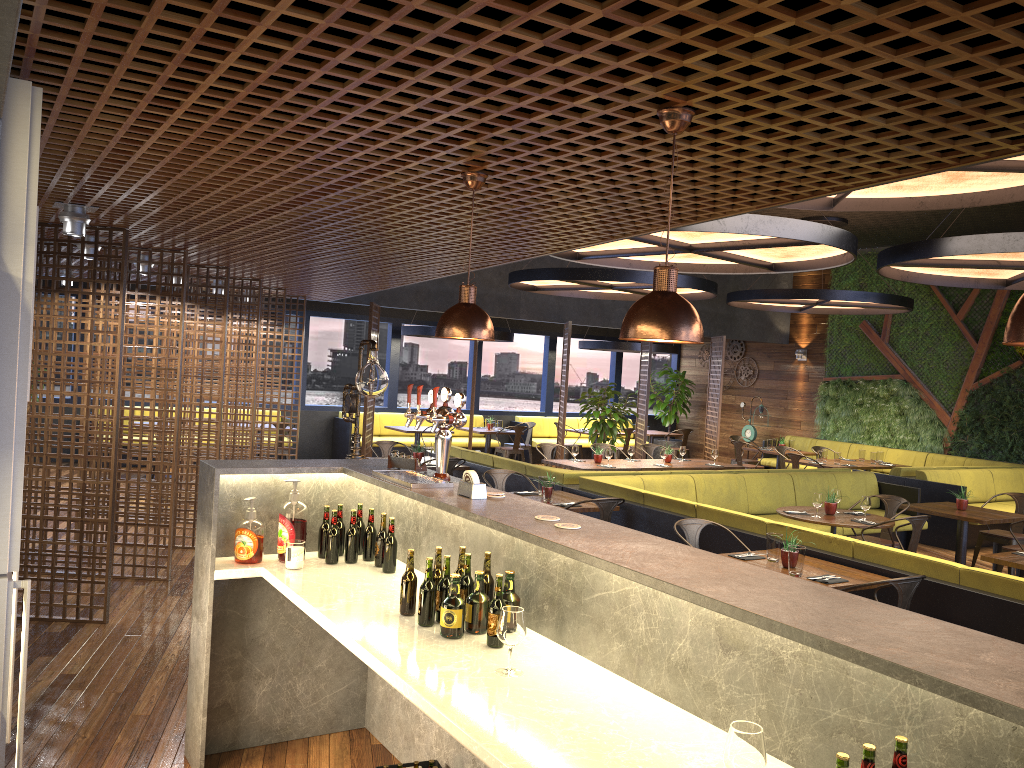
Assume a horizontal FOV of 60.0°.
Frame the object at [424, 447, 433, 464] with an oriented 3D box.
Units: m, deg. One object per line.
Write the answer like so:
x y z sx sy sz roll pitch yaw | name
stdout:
-0.958 0.815 10.092 0.102 0.178 0.102 3 1 -26 | object

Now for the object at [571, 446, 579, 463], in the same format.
0.798 0.887 11.220 0.097 0.206 0.097 4 1 14 | object

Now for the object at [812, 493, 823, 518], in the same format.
2.701 1.072 7.845 0.097 0.206 0.097 4 1 10 | object

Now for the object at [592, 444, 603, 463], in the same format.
1.092 0.868 11.255 0.238 0.271 0.260 3 1 -10 | object

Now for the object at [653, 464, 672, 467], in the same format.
1.920 1.045 11.390 0.157 0.019 0.255 3 1 -31 | object

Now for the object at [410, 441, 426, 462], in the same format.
-1.067 0.760 10.195 0.260 0.271 0.238 3 1 -30 | object

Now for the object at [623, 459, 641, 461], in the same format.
1.617 1.017 11.866 0.157 0.019 0.255 3 1 -31 | object

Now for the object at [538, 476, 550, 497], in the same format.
0.286 0.932 8.059 0.102 0.178 0.102 5 2 44 | object

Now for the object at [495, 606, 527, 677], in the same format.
-0.003 0.828 2.861 0.097 0.206 0.097 3 1 0 | object

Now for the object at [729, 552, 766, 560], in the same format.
1.571 1.135 5.873 0.255 0.019 0.157 3 1 -32 | object

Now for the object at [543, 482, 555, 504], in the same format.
0.317 0.942 7.684 0.102 0.178 0.102 5 2 44 | object

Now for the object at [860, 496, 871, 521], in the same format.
3.127 1.098 7.847 0.097 0.206 0.097 3 1 -7 | object

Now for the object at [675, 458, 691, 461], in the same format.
2.389 1.054 12.345 0.157 0.019 0.255 3 1 -31 | object

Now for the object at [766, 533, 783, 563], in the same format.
1.702 1.066 5.764 0.102 0.178 0.102 5 2 44 | object

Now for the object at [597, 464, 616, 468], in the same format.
1.149 1.008 10.911 0.157 0.019 0.255 3 1 -31 | object

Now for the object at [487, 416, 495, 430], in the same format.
-0.378 0.683 15.900 0.238 0.271 0.260 3 1 -10 | object

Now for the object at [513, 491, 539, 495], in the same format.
0.154 1.002 8.168 0.255 0.019 0.157 3 1 -32 | object

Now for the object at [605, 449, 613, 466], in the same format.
1.207 0.914 11.075 0.097 0.206 0.097 4 1 14 | object

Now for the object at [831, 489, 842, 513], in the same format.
3.000 1.082 8.210 0.097 0.206 0.097 4 1 7 | object

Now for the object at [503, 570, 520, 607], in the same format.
-0.013 0.809 3.309 0.088 0.224 0.088 3 1 -37 | object

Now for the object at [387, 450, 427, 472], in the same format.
-0.501 0.368 4.253 0.177 0.091 0.091 4 1 33 | object

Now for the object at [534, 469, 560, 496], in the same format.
0.337 0.892 7.920 0.260 0.271 0.238 3 1 -30 | object

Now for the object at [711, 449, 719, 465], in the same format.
2.751 0.988 12.032 0.097 0.206 0.097 4 1 14 | object

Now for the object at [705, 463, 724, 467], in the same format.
2.692 1.082 11.868 0.157 0.019 0.255 3 1 -31 | object

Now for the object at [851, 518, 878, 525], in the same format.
3.050 1.190 7.690 0.157 0.019 0.255 3 1 -25 | object

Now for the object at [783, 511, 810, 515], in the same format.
2.582 1.156 7.979 0.255 0.019 0.157 3 1 0 | object

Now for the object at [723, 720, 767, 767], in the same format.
0.524 0.878 2.006 0.097 0.206 0.097 4 1 18 | object

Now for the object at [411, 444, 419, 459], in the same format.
-1.134 0.798 10.360 0.102 0.178 0.102 3 1 -16 | object

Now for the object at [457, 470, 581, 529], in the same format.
0.058 0.414 3.308 0.200 0.106 0.766 3 1 -32 | object

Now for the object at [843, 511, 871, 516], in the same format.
3.158 1.187 8.153 0.255 0.019 0.157 3 1 -29 | object

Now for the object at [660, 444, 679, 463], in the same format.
2.090 0.916 11.873 0.238 0.271 0.260 3 1 -10 | object

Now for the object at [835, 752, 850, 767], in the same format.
0.653 0.867 1.772 0.063 0.254 0.063 3 1 -35 | object

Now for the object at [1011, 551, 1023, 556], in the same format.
3.841 1.262 6.534 0.157 0.019 0.255 3 1 -31 | object

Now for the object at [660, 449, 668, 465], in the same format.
1.979 0.951 11.554 0.097 0.206 0.097 4 1 14 | object

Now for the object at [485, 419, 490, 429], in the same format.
-0.441 0.722 16.066 0.102 0.178 0.102 5 2 44 | object

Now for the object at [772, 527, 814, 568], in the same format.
1.756 1.026 5.599 0.238 0.271 0.260 3 1 -10 | object

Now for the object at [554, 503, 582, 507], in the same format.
0.462 1.032 7.609 0.255 0.019 0.157 3 1 -32 | object

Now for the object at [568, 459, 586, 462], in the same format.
0.846 0.980 11.388 0.157 0.019 0.255 3 1 -31 | object

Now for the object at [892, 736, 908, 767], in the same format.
0.816 0.874 1.878 0.063 0.254 0.063 3 1 -30 | object

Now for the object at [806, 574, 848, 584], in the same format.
1.878 1.166 5.314 0.255 0.019 0.157 3 1 -32 | object

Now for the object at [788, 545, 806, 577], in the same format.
1.724 1.075 5.377 0.102 0.178 0.102 4 1 4 | object

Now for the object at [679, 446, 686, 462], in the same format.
2.342 0.960 12.177 0.097 0.206 0.097 4 1 14 | object

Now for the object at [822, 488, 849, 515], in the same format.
2.882 1.044 8.014 0.238 0.271 0.260 3 1 -10 | object

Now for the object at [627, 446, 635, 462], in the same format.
1.570 0.923 11.698 0.097 0.206 0.097 4 1 14 | object

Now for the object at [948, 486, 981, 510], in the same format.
4.515 1.125 8.861 0.260 0.271 0.238 4 1 3 | object

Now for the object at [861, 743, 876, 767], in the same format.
0.727 0.870 1.826 0.063 0.254 0.063 4 1 30 | object

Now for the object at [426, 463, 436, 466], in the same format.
-0.959 0.898 9.910 0.255 0.019 0.157 3 1 -32 | object
